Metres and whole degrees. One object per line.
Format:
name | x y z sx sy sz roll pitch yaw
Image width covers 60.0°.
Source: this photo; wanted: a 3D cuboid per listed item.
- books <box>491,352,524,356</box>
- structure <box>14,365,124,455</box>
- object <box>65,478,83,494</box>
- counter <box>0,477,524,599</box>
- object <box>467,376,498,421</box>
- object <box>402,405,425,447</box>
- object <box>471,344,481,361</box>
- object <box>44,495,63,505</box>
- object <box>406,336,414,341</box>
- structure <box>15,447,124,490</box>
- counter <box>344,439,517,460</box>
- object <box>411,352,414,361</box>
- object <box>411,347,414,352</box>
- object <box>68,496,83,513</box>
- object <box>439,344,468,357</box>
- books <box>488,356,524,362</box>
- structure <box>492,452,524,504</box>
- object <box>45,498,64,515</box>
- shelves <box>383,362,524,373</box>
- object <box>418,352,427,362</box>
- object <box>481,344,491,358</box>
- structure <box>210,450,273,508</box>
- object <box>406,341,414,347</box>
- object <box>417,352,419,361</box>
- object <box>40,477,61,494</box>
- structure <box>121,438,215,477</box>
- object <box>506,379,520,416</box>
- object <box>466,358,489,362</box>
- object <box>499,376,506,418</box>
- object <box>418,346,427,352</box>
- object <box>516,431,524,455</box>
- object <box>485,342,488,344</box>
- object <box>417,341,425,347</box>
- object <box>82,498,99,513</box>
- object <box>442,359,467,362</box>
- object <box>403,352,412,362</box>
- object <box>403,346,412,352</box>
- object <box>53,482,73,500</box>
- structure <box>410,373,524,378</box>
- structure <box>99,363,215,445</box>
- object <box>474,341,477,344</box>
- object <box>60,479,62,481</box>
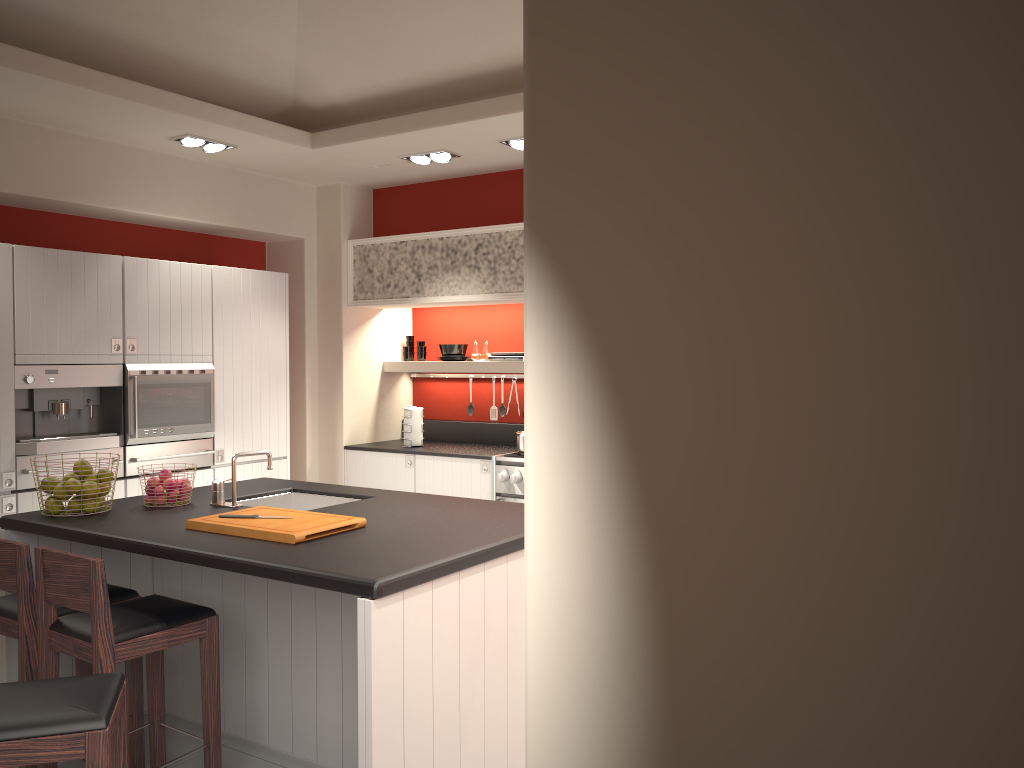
books | 0.040 -0.223 6.617 0.332 0.026 0.207 1 2 33
structure | -2.557 0.128 4.971 0.453 0.470 0.623 1 2 33
object | -1.795 0.418 3.631 0.067 0.068 0.067 0 1 -5
counter | -0.867 0.560 3.679 2.054 0.050 1.415 1 2 33
object | -0.234 0.111 6.973 0.287 0.351 0.022 1 2 34
object | -0.744 0.317 6.666 0.168 0.304 0.163 -1 2 -28
object | -0.275 -0.241 6.784 0.076 0.131 0.076 -1 1 -15
object | -1.917 0.499 3.710 0.068 0.068 0.068 1 2 44
object | -0.832 -0.354 7.244 0.070 0.076 0.070 0 1 4
structure | -2.425 0.460 4.894 0.129 0.177 0.617 1 2 33
counter | -0.513 0.482 6.646 1.360 0.026 0.699 1 2 33
object | -0.831 -0.222 7.247 0.070 0.076 0.070 0 1 4
object | -0.832 -0.266 7.246 0.070 0.076 0.070 0 1 4
object | -1.804 0.500 3.677 0.068 0.068 0.068 1 2 44
object | -0.460 -0.258 6.975 0.232 0.108 0.232 -1 2 -16
books | 0.015 -0.188 6.609 0.331 0.042 0.207 1 2 38
structure | 0.581 0.953 5.901 1.322 1.085 0.778 1 2 33
object | -1.874 0.501 3.633 0.068 0.068 0.068 1 2 44
shelves | -0.359 -0.132 6.887 1.379 0.083 0.376 1 2 33
object | -0.712 -0.217 7.044 0.070 0.076 0.070 0 1 4
object | -0.198 -0.242 6.827 0.077 0.134 0.076 0 1 16
structure | -1.204 0.420 3.934 0.183 0.249 0.224 1 2 33
object | -0.832 -0.310 7.245 0.070 0.076 0.070 0 1 4
object | -0.738 -0.221 7.187 0.070 0.076 0.070 0 1 4
object | -1.929 0.425 3.709 0.077 0.068 0.076 1 2 26
structure | -2.084 0.443 5.424 0.129 0.177 0.617 1 2 33
object | 0.010 0.097 6.821 0.124 0.297 0.009 1 2 33
object | -0.237 -0.185 6.806 0.183 0.027 0.160 -1 2 -29
object | -0.074 0.099 6.872 0.067 0.323 0.022 1 2 31
object | -0.712 -0.261 7.043 0.070 0.076 0.070 0 1 4
object | 0.126 0.404 6.042 0.201 0.148 0.201 1 2 25
object | -0.196 -0.317 6.826 0.026 0.032 0.023 0 1 15
object | -0.738 -0.309 7.185 0.070 0.076 0.070 0 1 4
object | -1.742 0.500 3.664 0.068 0.068 0.068 1 2 44
object | -0.460 -0.184 6.977 0.280 0.016 0.280 1 2 32
object | -0.834 -0.217 7.063 0.070 0.076 0.070 0 1 4
object | -0.834 -0.261 7.062 0.070 0.076 0.070 0 1 4
object | -1.864 0.447 3.685 0.076 0.077 0.076 0 1 -3
structure | -0.266 -0.063 7.019 1.355 0.034 0.054 1 2 33
structure | -2.155 0.110 5.457 0.332 0.473 0.610 1 2 33
object | -0.276 -0.316 6.782 0.023 0.031 0.024 -1 1 -16
object | -1.910 0.445 3.773 0.076 0.077 0.076 0 1 -3
